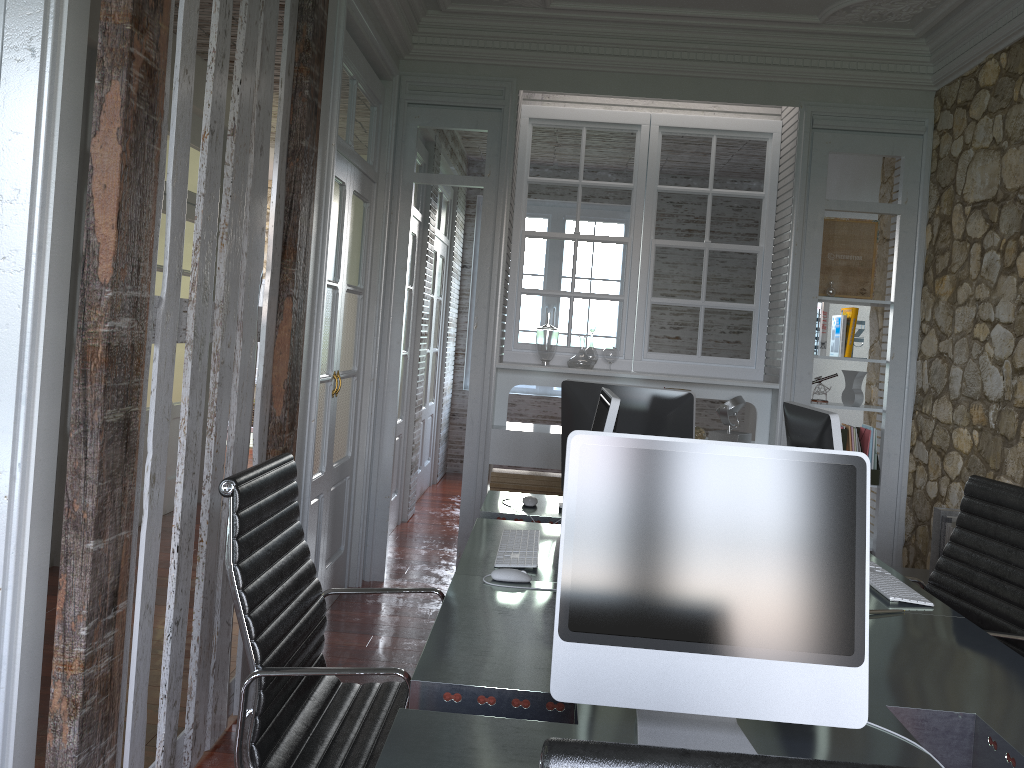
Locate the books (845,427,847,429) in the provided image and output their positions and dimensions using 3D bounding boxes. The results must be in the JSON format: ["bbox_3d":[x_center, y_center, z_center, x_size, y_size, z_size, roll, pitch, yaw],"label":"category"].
[{"bbox_3d":[1.760,0.366,4.751,0.007,0.282,0.194,4,1,7],"label":"books"}]

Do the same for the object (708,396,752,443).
[{"bbox_3d":[1.172,0.193,4.739,0.167,0.272,0.188,5,1,37],"label":"object"}]

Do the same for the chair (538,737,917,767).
[{"bbox_3d":[0.182,0.810,1.028,0.665,1.023,0.699,4,1,7],"label":"chair"}]

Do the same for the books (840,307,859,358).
[{"bbox_3d":[1.804,-0.278,4.783,0.055,0.268,0.192,4,1,2],"label":"books"}]

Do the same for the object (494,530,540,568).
[{"bbox_3d":[0.020,0.480,2.602,0.118,0.017,0.439,4,3,2],"label":"object"}]

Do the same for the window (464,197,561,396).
[{"bbox_3d":[0.368,-0.794,8.570,1.539,1.938,0.127,4,0,3],"label":"window"}]

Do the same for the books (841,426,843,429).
[{"bbox_3d":[1.738,0.363,4.749,0.030,0.283,0.180,4,1,7],"label":"books"}]

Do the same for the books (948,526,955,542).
[{"bbox_3d":[1.762,0.697,3.307,0.259,0.305,0.040,4,0,3],"label":"books"}]

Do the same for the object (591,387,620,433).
[{"bbox_3d":[0.258,0.264,2.566,0.189,0.485,0.484,4,2,2],"label":"object"}]

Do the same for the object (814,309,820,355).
[{"bbox_3d":[1.602,-0.284,4.801,0.078,0.249,0.115,4,1,2],"label":"object"}]

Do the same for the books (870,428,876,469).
[{"bbox_3d":[1.913,0.373,4.756,0.013,0.288,0.194,4,1,6],"label":"books"}]

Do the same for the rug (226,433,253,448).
[{"bbox_3d":[-2.496,0.634,9.632,1.068,0.016,1.069,4,3,2],"label":"rug"}]

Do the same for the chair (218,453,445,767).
[{"bbox_3d":[-0.338,0.717,2.012,0.699,1.023,0.666,4,1,-3],"label":"chair"}]

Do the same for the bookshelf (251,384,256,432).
[{"bbox_3d":[-2.747,0.304,10.423,1.400,0.550,0.400,4,1,3],"label":"bookshelf"}]

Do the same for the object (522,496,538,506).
[{"bbox_3d":[0.067,0.435,3.304,0.059,0.028,0.106,4,3,1],"label":"object"}]

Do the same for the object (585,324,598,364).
[{"bbox_3d":[0.436,-0.195,4.886,0.088,0.271,0.088,4,0,-3],"label":"object"}]

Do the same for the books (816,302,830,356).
[{"bbox_3d":[1.664,-0.298,4.815,0.042,0.286,0.216,4,1,2],"label":"books"}]

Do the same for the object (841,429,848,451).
[{"bbox_3d":[1.730,0.368,4.768,0.078,0.278,0.245,4,1,7],"label":"object"}]

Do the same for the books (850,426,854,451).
[{"bbox_3d":[1.810,0.366,4.747,0.045,0.287,0.194,4,1,8],"label":"books"}]

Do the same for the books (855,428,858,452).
[{"bbox_3d":[1.829,0.374,4.743,0.045,0.287,0.194,4,1,8],"label":"books"}]

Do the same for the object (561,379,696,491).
[{"bbox_3d":[0.382,0.245,3.063,0.484,0.485,0.189,5,1,27],"label":"object"}]

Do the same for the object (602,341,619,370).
[{"bbox_3d":[0.549,-0.147,4.926,0.094,0.188,0.094,4,1,-23],"label":"object"}]

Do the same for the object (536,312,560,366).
[{"bbox_3d":[0.192,-0.235,4.858,0.129,0.315,0.129,4,1,27],"label":"object"}]

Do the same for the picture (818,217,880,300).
[{"bbox_3d":[1.790,-0.672,4.748,0.326,0.435,0.009,4,0,3],"label":"picture"}]

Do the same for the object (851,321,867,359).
[{"bbox_3d":[1.869,-0.264,4.789,0.078,0.249,0.115,4,1,2],"label":"object"}]

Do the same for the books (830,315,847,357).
[{"bbox_3d":[1.763,-0.258,4.786,0.026,0.223,0.161,4,1,2],"label":"books"}]

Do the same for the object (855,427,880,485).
[{"bbox_3d":[1.900,0.382,4.739,0.078,0.278,0.239,4,1,6],"label":"object"}]

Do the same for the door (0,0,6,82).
[{"bbox_3d":[-1.799,0.018,2.168,1.058,2.179,0.041,4,0,3],"label":"door"}]

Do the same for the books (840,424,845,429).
[{"bbox_3d":[1.751,0.361,4.750,0.009,0.288,0.194,4,1,7],"label":"books"}]

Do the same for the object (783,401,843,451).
[{"bbox_3d":[0.851,0.307,2.565,0.189,0.485,0.484,4,2,2],"label":"object"}]

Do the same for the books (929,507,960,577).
[{"bbox_3d":[1.764,0.667,3.424,0.259,0.351,0.065,4,0,3],"label":"books"}]

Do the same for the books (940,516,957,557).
[{"bbox_3d":[1.757,0.680,3.361,0.249,0.333,0.060,4,0,3],"label":"books"}]

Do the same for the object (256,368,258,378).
[{"bbox_3d":[-3.055,-0.090,10.362,0.173,0.193,0.171,4,1,2],"label":"object"}]

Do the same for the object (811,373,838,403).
[{"bbox_3d":[1.635,0.014,4.718,0.178,0.161,0.092,5,1,30],"label":"object"}]

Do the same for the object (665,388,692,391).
[{"bbox_3d":[0.880,0.167,4.747,0.143,0.278,0.143,4,1,16],"label":"object"}]

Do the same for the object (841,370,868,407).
[{"bbox_3d":[1.825,0.024,4.736,0.063,0.188,0.126,4,1,-25],"label":"object"}]

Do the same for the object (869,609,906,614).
[{"bbox_3d":[0.931,0.570,2.220,0.149,0.011,0.011,3,2,-22],"label":"object"}]

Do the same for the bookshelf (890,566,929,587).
[{"bbox_3d":[1.734,1.076,3.352,0.436,0.459,1.196,4,3,2],"label":"bookshelf"}]

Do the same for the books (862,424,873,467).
[{"bbox_3d":[1.902,0.370,4.765,0.030,0.290,0.180,4,1,6],"label":"books"}]

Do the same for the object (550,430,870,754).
[{"bbox_3d":[0.313,0.333,1.424,0.484,0.485,0.189,4,0,3],"label":"object"}]

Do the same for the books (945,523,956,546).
[{"bbox_3d":[1.762,0.691,3.330,0.265,0.315,0.025,4,0,3],"label":"books"}]

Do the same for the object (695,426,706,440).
[{"bbox_3d":[0.992,0.271,4.747,0.093,0.087,0.091,6,2,39],"label":"object"}]

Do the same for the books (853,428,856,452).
[{"bbox_3d":[1.819,0.370,4.743,0.043,0.281,0.194,4,1,8],"label":"books"}]

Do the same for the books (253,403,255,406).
[{"bbox_3d":[-3.078,0.344,10.493,0.066,0.263,0.198,4,1,2],"label":"books"}]

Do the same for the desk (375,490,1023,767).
[{"bbox_3d":[0.471,0.904,2.267,1.300,0.727,2.510,4,3,2],"label":"desk"}]

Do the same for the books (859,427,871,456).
[{"bbox_3d":[1.881,0.377,4.758,0.024,0.277,0.194,4,1,6],"label":"books"}]

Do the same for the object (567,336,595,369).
[{"bbox_3d":[0.374,-0.158,4.769,0.148,0.200,0.148,4,1,-15],"label":"object"}]

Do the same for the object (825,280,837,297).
[{"bbox_3d":[1.682,-0.503,4.667,0.056,0.090,0.056,4,1,5],"label":"object"}]

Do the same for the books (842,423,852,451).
[{"bbox_3d":[1.800,0.360,4.754,0.045,0.282,0.180,4,1,8],"label":"books"}]

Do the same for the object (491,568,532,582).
[{"bbox_3d":[-0.001,0.490,2.275,0.106,0.028,0.059,4,3,1],"label":"object"}]

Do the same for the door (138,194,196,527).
[{"bbox_3d":[-2.252,-0.170,5.788,0.041,2.085,1.077,4,1,2],"label":"door"}]

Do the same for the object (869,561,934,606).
[{"bbox_3d":[1.054,0.558,2.530,0.118,0.017,0.439,4,3,2],"label":"object"}]

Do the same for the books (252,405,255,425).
[{"bbox_3d":[-3.018,0.366,10.478,0.057,0.229,0.189,4,1,2],"label":"books"}]

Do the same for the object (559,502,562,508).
[{"bbox_3d":[0.393,0.467,3.282,0.439,0.017,0.119,4,3,3],"label":"object"}]

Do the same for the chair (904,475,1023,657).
[{"bbox_3d":[1.196,0.797,2.583,0.699,1.023,0.666,4,1,-2],"label":"chair"}]

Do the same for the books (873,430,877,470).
[{"bbox_3d":[1.927,0.378,4.754,0.023,0.282,0.194,4,1,6],"label":"books"}]

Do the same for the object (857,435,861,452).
[{"bbox_3d":[1.811,0.376,4.728,0.078,0.278,0.239,4,1,8],"label":"object"}]
